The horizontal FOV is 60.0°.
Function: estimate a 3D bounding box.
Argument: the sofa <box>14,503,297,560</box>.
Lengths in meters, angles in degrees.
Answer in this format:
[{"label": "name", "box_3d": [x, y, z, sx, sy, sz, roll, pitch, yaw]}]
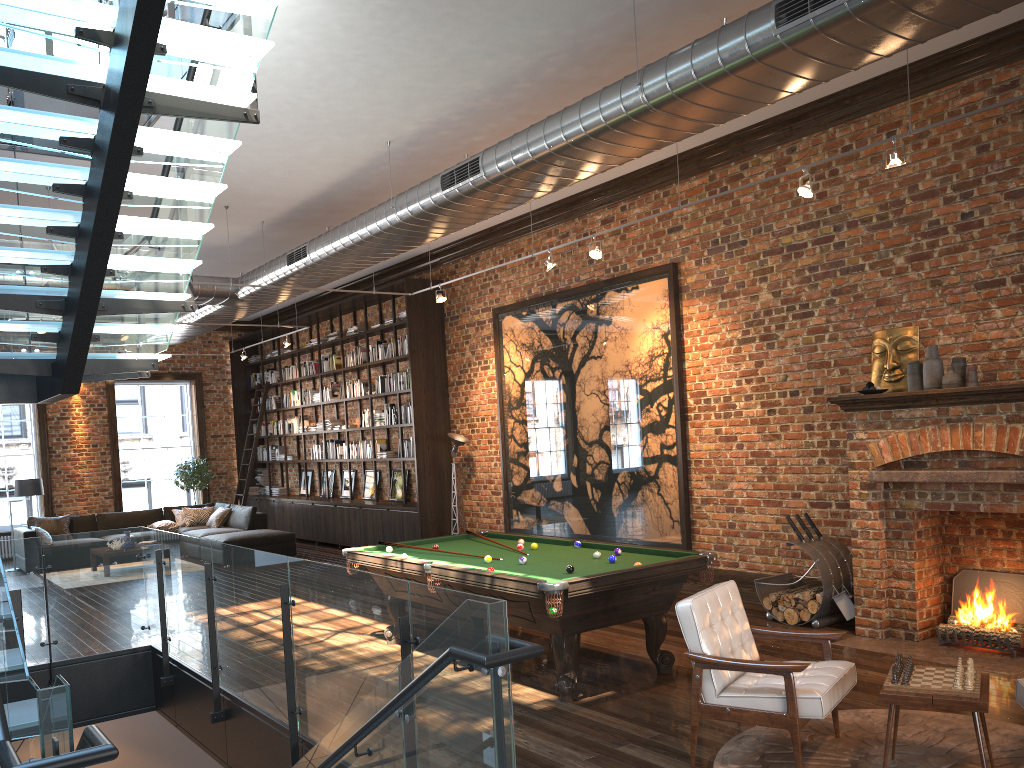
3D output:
[{"label": "sofa", "box_3d": [-5.806, 2.487, 14.295, 3.493, 0.805, 3.458, -1, -4, -36]}]

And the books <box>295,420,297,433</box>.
[{"label": "books", "box_3d": [-4.012, 0.805, 16.777, 0.183, 0.252, 0.014, -3, 1, -36]}]

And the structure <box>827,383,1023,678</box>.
[{"label": "structure", "box_3d": [3.289, 0.981, 6.338, 0.884, 1.909, 2.003, -4, 0, -36]}]

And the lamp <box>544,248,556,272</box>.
[{"label": "lamp", "box_3d": [0.380, -1.226, 8.761, 0.114, 0.230, 0.113, -3, 1, 33]}]

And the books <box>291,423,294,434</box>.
[{"label": "books", "box_3d": [-4.136, 0.845, 16.972, 0.185, 0.208, 0.017, -3, 1, -36]}]

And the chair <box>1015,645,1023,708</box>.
[{"label": "chair", "box_3d": [2.699, 1.393, 3.865, 0.742, 0.867, 0.767, -3, -1, 14]}]

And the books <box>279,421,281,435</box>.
[{"label": "books", "box_3d": [-4.483, 0.859, 17.456, 0.180, 0.273, 0.016, -3, 1, -36]}]

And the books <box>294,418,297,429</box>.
[{"label": "books", "box_3d": [-4.041, 0.793, 16.825, 0.183, 0.284, 0.011, -3, 1, -36]}]

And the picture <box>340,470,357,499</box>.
[{"label": "picture", "box_3d": [-2.842, 1.738, 15.397, 0.112, 0.498, 0.508, -4, 0, -36]}]

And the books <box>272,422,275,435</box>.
[{"label": "books", "box_3d": [-4.706, 0.893, 17.752, 0.180, 0.264, 0.015, -3, 1, -36]}]

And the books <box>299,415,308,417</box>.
[{"label": "books", "box_3d": [-3.913, 0.754, 16.684, 0.161, 0.332, 0.006, -4, 2, -36]}]

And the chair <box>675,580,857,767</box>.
[{"label": "chair", "box_3d": [1.343, 1.513, 4.642, 0.743, 0.867, 0.766, -3, -1, 34]}]

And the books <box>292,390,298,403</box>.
[{"label": "books", "box_3d": [-4.089, 0.277, 16.836, 0.171, 0.315, 0.014, -4, 2, -36]}]

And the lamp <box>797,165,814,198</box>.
[{"label": "lamp", "box_3d": [2.110, -1.458, 6.382, 0.114, 0.230, 0.113, -3, 1, 28]}]

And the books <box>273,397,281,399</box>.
[{"label": "books", "box_3d": [-4.631, 0.384, 17.591, 0.166, 0.250, 0.079, -3, 1, -36]}]

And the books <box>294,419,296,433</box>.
[{"label": "books", "box_3d": [-4.021, 0.800, 16.786, 0.189, 0.264, 0.010, -3, 1, -36]}]

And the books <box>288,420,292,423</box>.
[{"label": "books", "box_3d": [-4.197, 0.825, 17.051, 0.177, 0.264, 0.042, -3, 1, -36]}]

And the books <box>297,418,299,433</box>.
[{"label": "books", "box_3d": [-3.952, 0.778, 16.712, 0.176, 0.292, 0.013, -3, 1, -36]}]

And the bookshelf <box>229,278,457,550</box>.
[{"label": "bookshelf", "box_3d": [-3.302, 0.817, 15.517, 0.598, 4.004, 7.426, -4, -1, -36]}]

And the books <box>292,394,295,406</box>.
[{"label": "books", "box_3d": [-4.071, 0.311, 16.818, 0.181, 0.242, 0.036, -3, 1, -36]}]

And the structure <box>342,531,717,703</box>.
[{"label": "structure", "box_3d": [0.009, 1.726, 6.975, 1.549, 0.852, 2.964, -2, -3, -36]}]

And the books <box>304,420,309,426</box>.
[{"label": "books", "box_3d": [-3.871, 0.798, 16.624, 0.147, 0.233, 0.036, -3, 1, -36]}]

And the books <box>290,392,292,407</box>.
[{"label": "books", "box_3d": [-4.156, 0.303, 16.949, 0.158, 0.284, 0.015, -4, 2, -36]}]

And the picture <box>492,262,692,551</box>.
[{"label": "picture", "box_3d": [0.796, 0.394, 10.337, 0.080, 3.005, 3.208, -4, 0, -36]}]

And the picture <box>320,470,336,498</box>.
[{"label": "picture", "box_3d": [-3.338, 1.804, 16.079, 0.112, 0.498, 0.508, -4, 0, -36]}]

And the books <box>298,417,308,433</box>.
[{"label": "books", "box_3d": [-3.918, 0.775, 16.655, 0.188, 0.287, 0.013, -3, 1, -36]}]

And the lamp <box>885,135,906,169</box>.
[{"label": "lamp", "box_3d": [2.515, -1.521, 5.825, 0.117, 0.213, 0.117, -3, 1, 5]}]

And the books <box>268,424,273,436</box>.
[{"label": "books", "box_3d": [-4.767, 0.918, 17.794, 0.231, 0.225, 0.024, -3, 1, -36]}]

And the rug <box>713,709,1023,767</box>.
[{"label": "rug", "box_3d": [1.975, 1.877, 4.263, 1.966, 0.015, 1.975, -1, -4, -34]}]

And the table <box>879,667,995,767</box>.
[{"label": "table", "box_3d": [1.972, 1.631, 4.117, 0.464, 0.495, 0.515, -4, -1, 29]}]

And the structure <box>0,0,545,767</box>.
[{"label": "structure", "box_3d": [-2.662, 0.382, 4.325, 3.565, 14.515, 7.056, -4, 1, -36]}]

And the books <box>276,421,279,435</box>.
[{"label": "books", "box_3d": [-4.590, 0.870, 17.583, 0.163, 0.278, 0.013, -3, 1, -36]}]

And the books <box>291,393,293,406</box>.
[{"label": "books", "box_3d": [-4.109, 0.301, 16.893, 0.167, 0.275, 0.077, -3, 1, -36]}]

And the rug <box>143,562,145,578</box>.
[{"label": "rug", "box_3d": [-5.860, 2.842, 13.433, 2.017, 0.003, 2.119, -1, -4, -36]}]

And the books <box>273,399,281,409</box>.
[{"label": "books", "box_3d": [-4.625, 0.403, 17.570, 0.185, 0.211, 0.069, -3, 1, -36]}]

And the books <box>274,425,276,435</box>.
[{"label": "books", "box_3d": [-4.654, 0.920, 17.671, 0.175, 0.195, 0.031, -3, 1, -36]}]

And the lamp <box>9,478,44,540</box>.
[{"label": "lamp", "box_3d": [-7.871, 2.272, 14.269, 0.687, 1.468, 0.419, -3, 1, -6]}]

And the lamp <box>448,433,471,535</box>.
[{"label": "lamp", "box_3d": [-0.702, 1.569, 12.091, 0.424, 1.830, 0.506, -4, 2, -31]}]

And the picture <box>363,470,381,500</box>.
[{"label": "picture", "box_3d": [-2.328, 1.669, 14.691, 0.112, 0.498, 0.508, -4, 0, -36]}]

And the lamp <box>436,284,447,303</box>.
[{"label": "lamp", "box_3d": [-0.838, -1.063, 10.430, 0.113, 0.230, 0.114, -3, 1, -22]}]

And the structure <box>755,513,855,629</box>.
[{"label": "structure", "box_3d": [2.586, 1.577, 7.587, 0.536, 0.920, 0.929, -3, -1, -36]}]

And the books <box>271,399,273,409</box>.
[{"label": "books", "box_3d": [-4.695, 0.406, 17.667, 0.186, 0.219, 0.021, -3, 1, -36]}]

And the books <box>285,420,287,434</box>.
[{"label": "books", "box_3d": [-4.298, 0.830, 17.193, 0.187, 0.281, 0.014, -3, 1, -36]}]

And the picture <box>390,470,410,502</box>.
[{"label": "picture", "box_3d": [-1.767, 1.594, 13.921, 0.112, 0.498, 0.508, -4, 0, -36]}]

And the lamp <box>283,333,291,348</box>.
[{"label": "lamp", "box_3d": [-3.603, -0.694, 14.214, 0.114, 0.230, 0.113, -3, 1, 30]}]

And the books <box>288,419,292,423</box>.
[{"label": "books", "box_3d": [-4.216, 0.815, 17.080, 0.169, 0.290, 0.026, -3, 1, -36]}]

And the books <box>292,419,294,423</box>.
[{"label": "books", "box_3d": [-4.134, 0.807, 16.994, 0.159, 0.286, 0.014, -4, 2, -36]}]

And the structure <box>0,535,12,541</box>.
[{"label": "structure", "box_3d": [-9.192, 2.932, 15.880, 1.299, 0.396, 0.216, -1, -1, -36]}]

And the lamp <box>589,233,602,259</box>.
[{"label": "lamp", "box_3d": [0.772, -1.279, 8.224, 0.113, 0.230, 0.114, -3, 1, -7]}]

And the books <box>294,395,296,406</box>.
[{"label": "books", "box_3d": [-4.029, 0.318, 16.772, 0.157, 0.219, 0.034, -3, 1, -36]}]

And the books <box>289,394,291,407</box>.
[{"label": "books", "box_3d": [-4.179, 0.318, 16.958, 0.174, 0.257, 0.027, -3, 1, -36]}]

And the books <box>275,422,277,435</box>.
[{"label": "books", "box_3d": [-4.606, 0.885, 17.618, 0.186, 0.253, 0.017, -3, 1, -36]}]

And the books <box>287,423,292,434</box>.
[{"label": "books", "box_3d": [-4.190, 0.852, 17.002, 0.235, 0.203, 0.046, -2, 1, -36]}]

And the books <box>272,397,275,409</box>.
[{"label": "books", "box_3d": [-4.664, 0.384, 17.623, 0.183, 0.254, 0.046, -3, 1, -36]}]

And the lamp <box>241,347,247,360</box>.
[{"label": "lamp", "box_3d": [-4.784, -0.535, 15.837, 0.113, 0.230, 0.114, -3, 1, 3]}]

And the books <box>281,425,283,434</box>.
[{"label": "books", "box_3d": [-4.403, 0.886, 17.316, 0.191, 0.196, 0.034, -3, 1, -36]}]

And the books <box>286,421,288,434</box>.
[{"label": "books", "box_3d": [-4.269, 0.834, 17.146, 0.174, 0.264, 0.026, -3, 1, -36]}]

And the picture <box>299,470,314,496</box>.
[{"label": "picture", "box_3d": [-3.915, 1.882, 16.872, 0.112, 0.498, 0.508, -4, 0, -36]}]
